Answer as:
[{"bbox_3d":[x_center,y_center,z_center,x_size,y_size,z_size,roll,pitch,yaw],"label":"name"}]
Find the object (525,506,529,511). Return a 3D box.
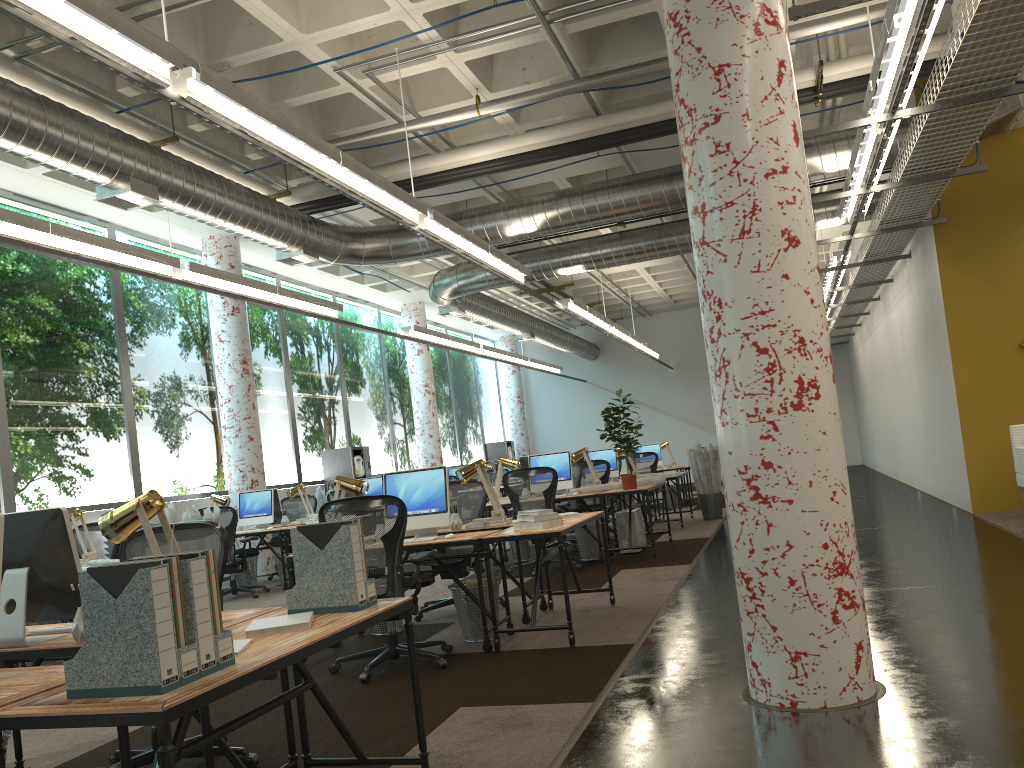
[{"bbox_3d":[0.368,2.786,20.795,0.235,0.402,0.119,-8,-2,18],"label":"object"}]

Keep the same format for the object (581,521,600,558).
[{"bbox_3d":[0.881,1.721,9.791,0.235,0.402,0.119,-8,-2,18],"label":"object"}]

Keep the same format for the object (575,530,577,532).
[{"bbox_3d":[0.952,2.052,13.352,0.235,0.402,0.119,-8,-2,18],"label":"object"}]

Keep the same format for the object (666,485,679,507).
[{"bbox_3d":[3.014,2.091,16.577,0.235,0.402,0.119,-8,-2,18],"label":"object"}]

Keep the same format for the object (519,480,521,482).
[{"bbox_3d":[0.171,2.241,20.489,0.059,0.029,0.106,-8,-5,18],"label":"object"}]

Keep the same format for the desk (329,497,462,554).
[{"bbox_3d":[-1.931,2.304,14.090,1.944,0.722,1.402,-8,-5,17],"label":"desk"}]

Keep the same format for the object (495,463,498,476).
[{"bbox_3d":[-0.166,2.134,21.387,0.484,0.484,0.190,-8,-3,17],"label":"object"}]

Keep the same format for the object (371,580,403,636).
[{"bbox_3d":[-0.977,1.684,6.783,0.359,0.434,0.353,-8,-3,13],"label":"object"}]

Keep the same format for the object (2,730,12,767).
[{"bbox_3d":[-2.049,1.502,3.303,0.359,0.434,0.353,-8,-3,13],"label":"object"}]

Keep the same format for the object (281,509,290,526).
[{"bbox_3d":[-2.907,1.705,11.329,0.101,0.209,0.102,-5,-3,-28],"label":"object"}]

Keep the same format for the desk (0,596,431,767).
[{"bbox_3d":[-1.444,1.245,2.888,1.944,0.722,1.402,-8,-5,17],"label":"desk"}]

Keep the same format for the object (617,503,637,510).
[{"bbox_3d":[1.715,1.891,12.730,0.359,0.434,0.353,-8,-3,13],"label":"object"}]

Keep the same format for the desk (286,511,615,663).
[{"bbox_3d":[-0.371,1.427,6.368,1.944,0.722,1.402,-8,-5,17],"label":"desk"}]

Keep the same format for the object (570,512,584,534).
[{"bbox_3d":[0.978,2.042,13.427,0.359,0.434,0.353,-8,-3,13],"label":"object"}]

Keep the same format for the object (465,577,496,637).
[{"bbox_3d":[-0.210,1.550,6.160,0.235,0.402,0.119,-8,-2,18],"label":"object"}]

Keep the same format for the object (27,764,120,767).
[{"bbox_3d":[-1.312,1.352,2.607,0.359,0.434,0.353,-8,-3,13],"label":"object"}]

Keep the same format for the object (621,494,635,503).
[{"bbox_3d":[2.247,2.226,17.200,0.359,0.434,0.353,-8,-3,13],"label":"object"}]

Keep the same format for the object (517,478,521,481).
[{"bbox_3d":[0.153,2.220,21.226,0.101,0.209,0.102,-5,-3,-28],"label":"object"}]

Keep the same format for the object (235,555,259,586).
[{"bbox_3d":[-3.459,2.405,11.521,0.359,0.434,0.353,-8,-3,13],"label":"object"}]

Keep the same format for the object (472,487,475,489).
[{"bbox_3d":[-0.807,2.059,18.122,0.101,0.209,0.102,-5,-3,-28],"label":"object"}]

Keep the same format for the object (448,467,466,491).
[{"bbox_3d":[-1.034,1.909,17.702,0.484,0.484,0.190,-8,-3,17],"label":"object"}]

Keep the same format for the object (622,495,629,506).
[{"bbox_3d":[2.221,2.236,17.126,0.235,0.402,0.119,-8,-2,18],"label":"object"}]

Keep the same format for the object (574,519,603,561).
[{"bbox_3d":[0.851,1.704,9.718,0.359,0.434,0.353,-8,-3,13],"label":"object"}]

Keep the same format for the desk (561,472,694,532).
[{"bbox_3d":[1.583,1.784,13.011,1.944,0.722,1.402,-8,-5,17],"label":"desk"}]

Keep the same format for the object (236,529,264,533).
[{"bbox_3d":[-3.196,1.779,10.695,0.440,0.017,0.119,-8,-5,17],"label":"object"}]

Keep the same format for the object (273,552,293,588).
[{"bbox_3d":[-2.722,2.255,10.825,0.359,0.434,0.353,-8,-3,13],"label":"object"}]

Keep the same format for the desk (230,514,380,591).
[{"bbox_3d":[-2.854,2.148,11.105,1.944,0.722,1.402,-8,-5,17],"label":"desk"}]

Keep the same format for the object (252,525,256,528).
[{"bbox_3d":[-3.418,1.897,11.790,0.059,0.029,0.106,-8,-5,18],"label":"object"}]

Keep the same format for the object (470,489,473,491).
[{"bbox_3d":[-0.788,2.080,17.386,0.059,0.029,0.106,-8,-5,18],"label":"object"}]

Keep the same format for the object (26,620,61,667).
[{"bbox_3d":[-3.840,2.066,7.209,0.359,0.434,0.353,-8,-3,13],"label":"object"}]

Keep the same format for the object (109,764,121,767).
[{"bbox_3d":[-1.282,1.368,2.680,0.235,0.402,0.119,-8,-2,18],"label":"object"}]

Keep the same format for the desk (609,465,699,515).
[{"bbox_3d":[2.852,1.969,16.785,1.944,0.722,1.402,-8,-5,17],"label":"desk"}]

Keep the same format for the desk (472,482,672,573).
[{"bbox_3d":[0.719,1.598,9.999,1.944,0.723,1.402,-8,-5,17],"label":"desk"}]

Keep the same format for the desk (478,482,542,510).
[{"bbox_3d":[0.206,2.663,21.002,1.944,0.722,1.402,-8,-5,17],"label":"desk"}]

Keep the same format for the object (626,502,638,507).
[{"bbox_3d":[1.745,1.907,12.804,0.235,0.402,0.119,-8,-2,18],"label":"object"}]

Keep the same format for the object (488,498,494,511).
[{"bbox_3d":[-0.426,2.931,21.343,0.235,0.402,0.119,-8,-2,18],"label":"object"}]

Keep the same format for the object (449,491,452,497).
[{"bbox_3d":[-1.145,1.718,14.378,0.281,0.301,0.150,-8,-3,17],"label":"object"}]

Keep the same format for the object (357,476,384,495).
[{"bbox_3d":[-2.448,2.111,13.969,1.080,1.206,0.191,-8,-2,17],"label":"object"}]

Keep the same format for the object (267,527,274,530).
[{"bbox_3d":[-2.888,1.726,10.593,0.059,0.029,0.106,-8,-5,18],"label":"object"}]

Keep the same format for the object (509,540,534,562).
[{"bbox_3d":[0.114,1.855,10.414,0.359,0.434,0.353,-8,-3,13],"label":"object"}]

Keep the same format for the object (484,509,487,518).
[{"bbox_3d":[-0.592,2.625,17.691,0.235,0.402,0.119,-8,-2,18],"label":"object"}]

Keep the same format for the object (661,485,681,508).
[{"bbox_3d":[2.984,2.075,16.504,0.359,0.434,0.353,-8,-3,13],"label":"object"}]

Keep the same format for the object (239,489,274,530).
[{"bbox_3d":[-3.134,1.556,10.909,0.484,0.484,0.190,-8,-3,17],"label":"object"}]

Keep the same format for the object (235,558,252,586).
[{"bbox_3d":[-3.486,2.416,11.447,0.235,0.402,0.119,-8,-2,18],"label":"object"}]

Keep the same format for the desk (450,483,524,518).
[{"bbox_3d":[-0.754,2.502,17.899,1.944,0.722,1.402,-8,-5,17],"label":"desk"}]

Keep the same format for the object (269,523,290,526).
[{"bbox_3d":[-3.108,1.857,11.687,0.440,0.017,0.119,-8,-5,17],"label":"object"}]

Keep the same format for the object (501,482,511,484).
[{"bbox_3d":[-0.137,2.294,20.592,0.440,0.017,0.119,-8,-5,17],"label":"object"}]

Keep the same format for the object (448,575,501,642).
[{"bbox_3d":[-0.239,1.533,6.087,0.359,0.434,0.353,-8,-3,13],"label":"object"}]

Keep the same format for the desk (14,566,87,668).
[{"bbox_3d":[-3.972,1.960,7.490,1.944,0.722,1.402,-8,-5,17],"label":"desk"}]

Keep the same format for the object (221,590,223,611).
[{"bbox_3d":[-2.616,1.977,7.522,0.352,0.397,0.355,-5,-4,-28],"label":"object"}]

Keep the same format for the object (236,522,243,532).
[{"bbox_3d":[-3.420,1.743,11.060,0.101,0.209,0.102,-5,-3,-28],"label":"object"}]

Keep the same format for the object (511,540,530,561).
[{"bbox_3d":[0.087,1.865,10.340,0.235,0.402,0.119,-8,-2,18],"label":"object"}]

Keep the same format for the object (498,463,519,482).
[{"bbox_3d":[-0.074,2.071,20.805,0.484,0.484,0.190,-8,-3,17],"label":"object"}]

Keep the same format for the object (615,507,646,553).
[{"bbox_3d":[1.370,1.675,10.168,0.221,0.454,0.541,-8,-4,17],"label":"object"}]

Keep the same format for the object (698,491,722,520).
[{"bbox_3d":[2.939,1.801,13.044,0.352,0.397,0.355,-5,-4,-28],"label":"object"}]

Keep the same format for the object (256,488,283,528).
[{"bbox_3d":[-3.226,1.619,11.490,0.484,0.484,0.190,-8,-3,17],"label":"object"}]
